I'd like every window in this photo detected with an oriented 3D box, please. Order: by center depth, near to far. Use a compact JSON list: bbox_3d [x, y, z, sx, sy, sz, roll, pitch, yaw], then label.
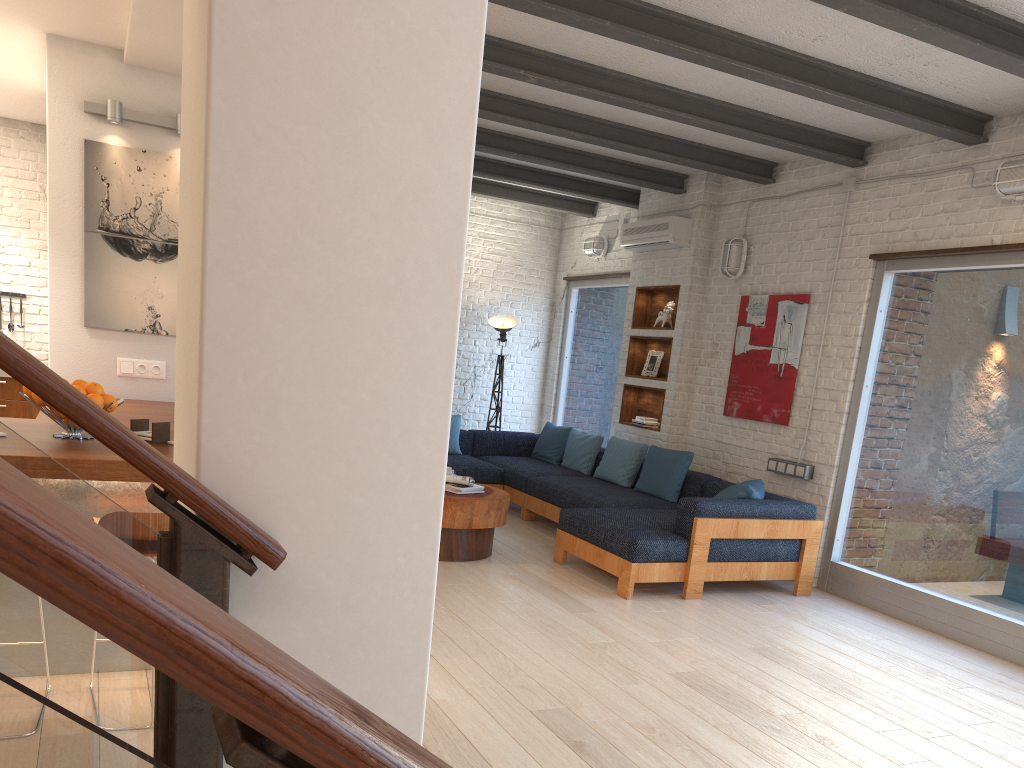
[{"bbox_3d":[3.556,-1.566,4.112,0.648,6.562,12.016,0,6,-26],"label":"window"}]

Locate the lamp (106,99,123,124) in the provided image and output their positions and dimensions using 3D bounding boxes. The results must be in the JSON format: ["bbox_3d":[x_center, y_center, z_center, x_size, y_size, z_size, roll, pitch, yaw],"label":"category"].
[{"bbox_3d":[-2.172,-1.487,4.763,0.080,0.107,0.077,6,8,2],"label":"lamp"}]

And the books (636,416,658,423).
[{"bbox_3d":[1.234,0.324,7.983,0.133,0.034,0.200,5,2,-16],"label":"books"}]

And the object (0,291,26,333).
[{"bbox_3d":[-4.285,-0.568,7.002,0.671,0.400,0.136,4,10,-25],"label":"object"}]

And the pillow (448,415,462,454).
[{"bbox_3d":[-0.739,0.477,8.452,0.557,0.420,0.216,3,10,-26],"label":"pillow"}]

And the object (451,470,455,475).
[{"bbox_3d":[-0.482,0.720,6.966,0.155,0.058,0.264,4,3,-33],"label":"object"}]

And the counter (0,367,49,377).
[{"bbox_3d":[-4.653,-0.125,5.208,3.534,0.072,3.248,5,2,-26],"label":"counter"}]

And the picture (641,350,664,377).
[{"bbox_3d":[1.294,-0.183,7.958,0.102,0.251,0.188,-1,11,-35],"label":"picture"}]

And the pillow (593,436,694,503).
[{"bbox_3d":[1.086,0.691,7.320,0.255,0.427,1.180,1,5,-26],"label":"pillow"}]

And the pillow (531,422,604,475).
[{"bbox_3d":[0.525,0.619,8.515,0.244,0.408,1.078,1,5,-27],"label":"pillow"}]

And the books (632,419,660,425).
[{"bbox_3d":[1.233,0.351,7.982,0.171,0.019,0.230,5,2,-24],"label":"books"}]

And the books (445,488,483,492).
[{"bbox_3d":[-0.404,0.725,6.164,0.313,0.011,0.251,7,2,33],"label":"books"}]

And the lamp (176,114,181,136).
[{"bbox_3d":[-1.852,-1.458,4.918,0.080,0.107,0.077,6,8,2],"label":"lamp"}]

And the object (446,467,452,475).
[{"bbox_3d":[-0.520,0.696,6.740,0.108,0.111,0.105,5,7,-10],"label":"object"}]

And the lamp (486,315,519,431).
[{"bbox_3d":[0.045,0.219,9.291,0.852,1.895,0.499,13,13,35],"label":"lamp"}]

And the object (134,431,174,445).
[{"bbox_3d":[-1.318,0.226,3.518,0.397,0.035,0.193,5,2,-22],"label":"object"}]

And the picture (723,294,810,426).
[{"bbox_3d":[1.942,-0.196,6.719,0.019,0.985,0.722,0,10,-26],"label":"picture"}]

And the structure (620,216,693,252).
[{"bbox_3d":[1.239,-1.298,7.599,0.200,0.225,0.794,2,4,-26],"label":"structure"}]

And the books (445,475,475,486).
[{"bbox_3d":[-0.440,0.685,6.195,0.321,0.112,0.267,6,3,7],"label":"books"}]

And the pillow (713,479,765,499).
[{"bbox_3d":[1.553,0.830,6.108,0.373,0.336,0.557,9,5,24],"label":"pillow"}]

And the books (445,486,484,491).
[{"bbox_3d":[-0.401,0.715,6.144,0.313,0.011,0.251,7,2,33],"label":"books"}]

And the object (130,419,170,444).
[{"bbox_3d":[-1.449,0.188,3.494,0.113,0.084,0.092,8,7,19],"label":"object"}]

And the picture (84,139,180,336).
[{"bbox_3d":[-2.104,-0.808,5.029,0.656,1.043,0.019,2,12,-25],"label":"picture"}]

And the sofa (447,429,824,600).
[{"bbox_3d":[0.333,0.909,7.254,2.086,0.677,3.850,5,2,-26],"label":"sofa"}]

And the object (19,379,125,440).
[{"bbox_3d":[-1.693,0.095,3.365,0.358,0.227,0.362,9,5,29],"label":"object"}]

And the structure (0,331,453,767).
[{"bbox_3d":[-0.990,-0.848,1.651,10.187,4.244,13.502,4,3,-26],"label":"structure"}]

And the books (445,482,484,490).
[{"bbox_3d":[-0.397,0.705,6.134,0.313,0.011,0.251,7,2,38],"label":"books"}]

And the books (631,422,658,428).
[{"bbox_3d":[1.218,0.376,7.995,0.163,0.017,0.246,6,2,-16],"label":"books"}]

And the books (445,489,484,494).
[{"bbox_3d":[-0.396,0.737,6.154,0.312,0.011,0.252,8,2,43],"label":"books"}]

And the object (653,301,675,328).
[{"bbox_3d":[1.367,-0.617,7.774,0.112,0.249,0.210,3,8,-18],"label":"object"}]

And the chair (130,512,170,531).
[{"bbox_3d":[-1.305,0.806,3.161,0.405,0.796,0.409,1,11,-25],"label":"chair"}]

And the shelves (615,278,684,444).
[{"bbox_3d":[1.308,-0.202,7.905,0.192,1.466,0.744,0,11,-26],"label":"shelves"}]

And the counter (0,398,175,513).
[{"bbox_3d":[-2.039,0.622,4.083,1.691,0.942,2.433,4,4,-26],"label":"counter"}]

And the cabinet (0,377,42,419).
[{"bbox_3d":[-5.001,-0.705,5.298,2.237,2.898,4.734,10,6,29],"label":"cabinet"}]

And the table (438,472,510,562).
[{"bbox_3d":[-0.731,0.926,6.634,1.080,0.457,1.783,5,3,-20],"label":"table"}]
